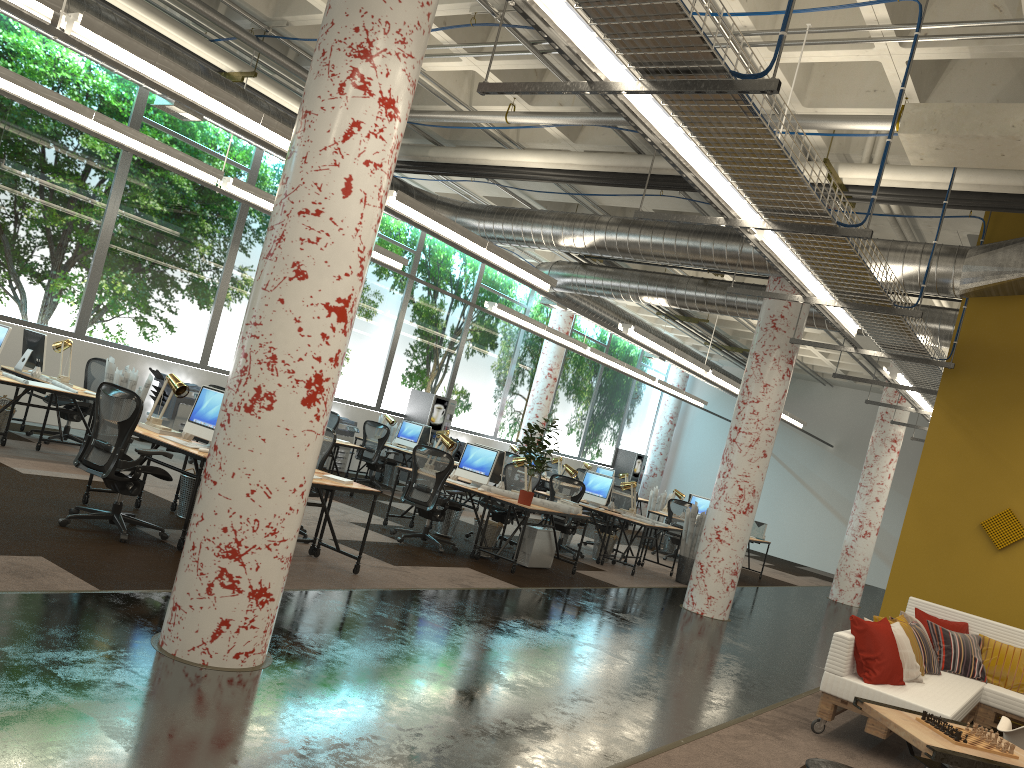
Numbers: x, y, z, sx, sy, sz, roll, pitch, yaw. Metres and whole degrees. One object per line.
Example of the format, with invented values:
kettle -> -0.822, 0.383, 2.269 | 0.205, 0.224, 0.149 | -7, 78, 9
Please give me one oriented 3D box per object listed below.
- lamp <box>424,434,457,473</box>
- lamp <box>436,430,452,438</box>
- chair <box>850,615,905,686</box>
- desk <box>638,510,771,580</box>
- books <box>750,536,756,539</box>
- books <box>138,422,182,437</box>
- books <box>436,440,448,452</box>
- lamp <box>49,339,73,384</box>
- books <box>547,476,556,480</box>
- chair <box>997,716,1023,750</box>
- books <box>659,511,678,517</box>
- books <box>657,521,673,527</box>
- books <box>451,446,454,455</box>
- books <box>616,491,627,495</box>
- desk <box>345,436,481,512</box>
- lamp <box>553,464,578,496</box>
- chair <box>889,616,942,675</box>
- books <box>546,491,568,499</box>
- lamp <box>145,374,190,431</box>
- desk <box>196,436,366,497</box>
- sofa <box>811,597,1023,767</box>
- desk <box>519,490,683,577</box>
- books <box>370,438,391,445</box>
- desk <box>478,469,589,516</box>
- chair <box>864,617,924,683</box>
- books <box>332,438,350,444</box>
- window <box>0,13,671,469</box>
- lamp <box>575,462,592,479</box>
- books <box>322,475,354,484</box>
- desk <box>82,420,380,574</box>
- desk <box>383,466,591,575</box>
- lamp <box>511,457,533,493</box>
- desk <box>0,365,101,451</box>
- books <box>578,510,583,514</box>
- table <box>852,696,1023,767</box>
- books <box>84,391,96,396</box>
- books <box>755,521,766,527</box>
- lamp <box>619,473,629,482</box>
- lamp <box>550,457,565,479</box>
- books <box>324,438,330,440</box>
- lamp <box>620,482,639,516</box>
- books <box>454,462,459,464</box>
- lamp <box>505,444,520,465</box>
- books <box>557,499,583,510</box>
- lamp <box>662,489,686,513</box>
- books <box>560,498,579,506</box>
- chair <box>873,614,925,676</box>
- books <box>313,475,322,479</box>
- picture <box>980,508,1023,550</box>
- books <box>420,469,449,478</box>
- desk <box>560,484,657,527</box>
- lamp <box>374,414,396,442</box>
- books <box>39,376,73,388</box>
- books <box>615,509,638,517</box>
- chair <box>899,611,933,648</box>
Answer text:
lamp -> -0.921, 0.889, 10.669 | 0.220, 0.610, 0.524 | 15, -1, -36
lamp -> -1.168, 1.101, 15.386 | 0.220, 0.610, 0.524 | 15, -1, -36
chair -> 2.561, 1.876, 6.228 | 0.538, 0.444, 0.299 | 16, -2, -39
desk -> 3.568, 2.984, 16.407 | 1.929, 0.724, 1.411 | 13, -3, 34
books -> 4.343, 2.791, 16.195 | 0.200, 0.024, 0.236 | 14, -3, 8
books -> -2.973, 0.386, 7.489 | 0.307, 0.038, 0.227 | 13, -4, 35
books -> -1.169, 1.095, 14.436 | 0.232, 0.310, 0.068 | 14, -1, 34
lamp -> -4.913, -0.194, 9.659 | 0.210, 0.610, 0.524 | 15, -1, -36
books -> 0.915, 2.015, 18.711 | 0.307, 0.038, 0.227 | 13, -4, 35
chair -> 2.856, 2.157, 4.690 | 0.610, 0.753, 0.799 | 14, -2, 34
books -> 2.933, 2.428, 16.521 | 0.307, 0.038, 0.227 | 13, -4, 35
books -> 2.243, 2.079, 13.198 | 0.244, 0.019, 0.204 | 16, -3, -18
books -> -1.089, 1.122, 14.559 | 0.232, 0.310, 0.068 | 14, -1, 34
books -> 2.674, 2.623, 21.403 | 0.307, 0.038, 0.227 | 13, -4, 35
desk -> -1.639, 1.550, 15.234 | 1.929, 0.724, 1.411 | 13, -3, 34
lamp -> 0.720, 1.486, 13.305 | 0.210, 0.610, 0.524 | 15, -1, -36
chair -> 3.301, 2.163, 7.241 | 0.527, 0.408, 0.339 | 16, -2, -40
books -> 0.699, 1.665, 13.279 | 0.307, 0.038, 0.227 | 13, -4, 35
lamp -> -2.956, 0.205, 7.512 | 0.220, 0.610, 0.524 | 15, -1, -36
desk -> -3.331, 0.965, 12.645 | 1.929, 0.724, 1.411 | 13, -3, 34
sofa -> 3.713, 2.381, 6.671 | 2.006, 0.931, 2.875 | 13, -3, 34
desk -> 1.334, 2.221, 13.165 | 1.929, 0.724, 1.411 | 13, -3, 34
books -> -2.274, 0.994, 15.347 | 0.307, 0.038, 0.227 | 13, -4, 35
desk -> 0.519, 2.296, 18.536 | 1.929, 0.724, 1.411 | 13, -3, 34
chair -> 2.835, 1.990, 6.576 | 0.528, 0.401, 0.329 | 16, -2, -37
books -> -2.436, 0.813, 12.615 | 0.200, 0.024, 0.236 | 14, -3, 8
window -> -2.678, -1.482, 16.169 | 0.050, 3.761, 26.387 | 15, -2, 35
lamp -> 1.660, 2.168, 21.365 | 0.220, 0.610, 0.524 | 15, -1, -36
books -> -1.444, 0.790, 7.345 | 0.200, 0.024, 0.236 | 14, -3, 8
desk -> -2.338, 0.942, 7.375 | 1.929, 0.724, 1.411 | 13, -3, 34
desk -> -0.303, 1.626, 10.532 | 1.929, 0.724, 1.411 | 13, -3, 34
lamp -> 0.164, 1.175, 10.681 | 0.210, 0.610, 0.524 | 15, -1, -36
desk -> -5.380, 0.257, 9.510 | 1.929, 0.724, 1.411 | 13, -3, 34
books -> 0.675, 1.484, 10.529 | 0.270, 0.050, 0.202 | 13, -3, 32
table -> 1.715, 1.789, 3.554 | 0.627, 0.759, 0.616 | 15, -1, -6
books -> -4.471, 0.115, 9.542 | 0.244, 0.019, 0.204 | 16, -3, -18
books -> 4.586, 2.718, 16.448 | 0.232, 0.310, 0.068 | 14, -1, 34
lamp -> 2.749, 2.455, 21.380 | 0.220, 0.610, 0.524 | 15, -1, -36
lamp -> 0.990, 1.847, 18.688 | 0.220, 0.610, 0.524 | 15, -1, -36
books -> -2.658, 0.744, 12.353 | 0.243, 0.019, 0.206 | 14, -3, 12
lamp -> 1.801, 1.771, 13.314 | 0.210, 0.610, 0.524 | 15, -1, -36
books -> -0.864, 1.357, 15.022 | 0.200, 0.024, 0.236 | 14, -3, 8
lamp -> -0.098, 1.560, 18.673 | 0.220, 0.610, 0.524 | 15, -1, -36
books -> 0.687, 1.440, 10.556 | 0.194, 0.044, 0.256 | 17, -4, -38
lamp -> 2.950, 2.247, 16.544 | 0.220, 0.610, 0.524 | 15, -1, -36
books -> 0.686, 1.406, 10.544 | 0.184, 0.030, 0.154 | 13, -3, 32
chair -> 3.022, 2.038, 6.909 | 0.550, 0.438, 0.314 | 16, -2, -43
books -> -1.666, 0.720, 7.083 | 0.243, 0.019, 0.206 | 14, -3, 12
picture -> 4.779, 1.408, 8.599 | 0.422, 0.424, 0.048 | 14, -1, 34
books -> -0.938, 1.070, 10.646 | 0.307, 0.038, 0.227 | 13, -4, 35
desk -> 2.278, 2.905, 21.228 | 1.929, 0.724, 1.411 | 13, -3, 34
lamp -> -2.253, 0.814, 15.374 | 0.210, 0.610, 0.524 | 15, -1, -36
books -> -4.983, -0.025, 9.685 | 0.307, 0.038, 0.227 | 13, -4, 35
books -> 1.730, 1.940, 13.340 | 0.307, 0.038, 0.227 | 13, -4, 35
chair -> 3.476, 2.199, 7.622 | 0.332, 0.437, 0.549 | 14, -2, 40
